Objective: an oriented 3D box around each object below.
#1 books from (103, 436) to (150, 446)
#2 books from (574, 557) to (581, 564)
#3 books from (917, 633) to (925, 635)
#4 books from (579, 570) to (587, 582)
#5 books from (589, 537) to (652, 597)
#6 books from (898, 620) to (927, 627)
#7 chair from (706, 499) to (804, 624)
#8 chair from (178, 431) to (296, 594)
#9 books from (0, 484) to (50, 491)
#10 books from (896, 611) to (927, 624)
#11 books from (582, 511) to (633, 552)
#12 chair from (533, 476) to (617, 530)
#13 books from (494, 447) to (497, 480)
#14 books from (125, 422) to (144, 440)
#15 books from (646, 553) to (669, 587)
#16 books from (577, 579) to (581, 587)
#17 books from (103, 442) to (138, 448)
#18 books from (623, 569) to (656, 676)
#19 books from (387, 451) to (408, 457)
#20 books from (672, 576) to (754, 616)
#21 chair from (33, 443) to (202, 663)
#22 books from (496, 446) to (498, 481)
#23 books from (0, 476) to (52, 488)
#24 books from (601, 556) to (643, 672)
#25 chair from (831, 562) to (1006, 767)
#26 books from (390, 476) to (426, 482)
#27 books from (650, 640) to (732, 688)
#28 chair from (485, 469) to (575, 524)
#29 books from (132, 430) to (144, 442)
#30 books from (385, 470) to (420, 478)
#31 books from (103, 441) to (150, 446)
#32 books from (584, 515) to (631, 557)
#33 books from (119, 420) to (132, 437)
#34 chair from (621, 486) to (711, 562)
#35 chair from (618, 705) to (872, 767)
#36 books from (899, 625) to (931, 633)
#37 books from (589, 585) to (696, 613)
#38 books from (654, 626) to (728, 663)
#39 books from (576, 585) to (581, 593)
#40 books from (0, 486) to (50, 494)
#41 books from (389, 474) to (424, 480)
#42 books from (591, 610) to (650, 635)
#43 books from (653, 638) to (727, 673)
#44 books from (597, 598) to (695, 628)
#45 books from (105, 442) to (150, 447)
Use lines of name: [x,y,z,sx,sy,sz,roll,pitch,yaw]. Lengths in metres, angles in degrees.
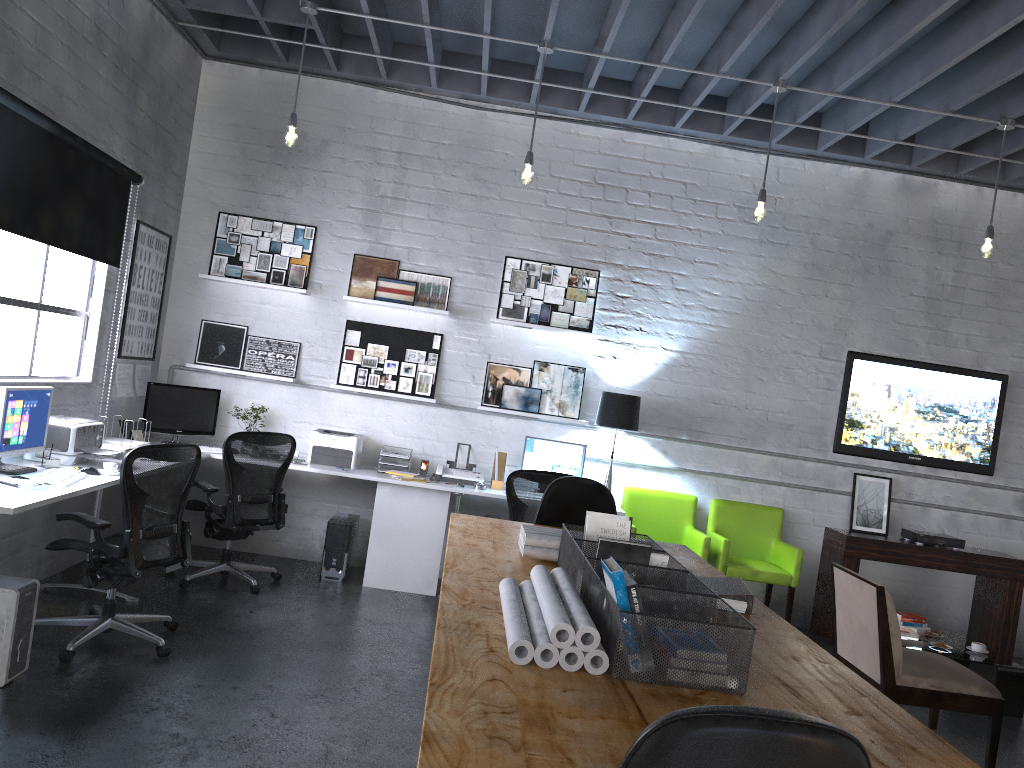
books: [-2.499,0.362,5.666,0.297,0.006,0.210,8,0,-2]
books: [0.333,0.630,3.009,0.233,0.022,0.184,8,0,-5]
books: [2.643,1.655,5.986,0.223,0.032,0.161,9,0,-23]
books: [0.338,0.627,2.786,0.248,0.021,0.176,8,0,-3]
books: [0.316,0.567,2.619,0.158,0.214,0.063,8,1,-3]
books: [2.667,1.605,5.986,0.208,0.024,0.144,8,0,-18]
chair: [1.794,1.388,6.721,0.611,0.920,0.516,8,0,-3]
chair: [-1.854,0.789,5.848,0.752,1.031,0.732,9,0,21]
books: [-2.175,0.440,3.895,0.209,0.012,0.158,8,0,20]
books: [2.671,1.573,5.977,0.185,0.041,0.128,8,0,-8]
books: [0.339,0.574,3.190,0.171,0.210,0.046,8,1,-3]
chair: [0.286,1.027,4.002,0.659,1.165,0.686,8,0,-5]
books: [-0.123,0.625,6.667,0.036,0.296,0.210,8,0,-3]
books: [-2.544,0.317,5.981,0.017,0.121,0.184,9,0,12]
books: [0.381,0.590,2.653,0.143,0.188,0.061,8,1,-3]
books: [0.335,0.646,2.786,0.248,0.021,0.176,8,0,-3]
books: [-2.501,0.378,5.662,0.297,0.006,0.210,8,0,-3]
books: [0.292,0.562,2.105,0.097,0.209,0.157,8,0,-3]
books: [-0.868,0.526,6.661,0.134,0.008,0.203,8,0,-20]
books: [0.672,0.697,3.007,0.244,0.067,0.298,8,0,7]
chair: [-1.955,0.766,4.383,0.753,1.031,0.732,8,0,1]
books: [-0.115,0.625,6.672,0.043,0.296,0.210,8,0,-3]
books: [-2.170,0.430,3.899,0.212,0.010,0.171,8,0,23]
books: [0.260,0.545,2.118,0.108,0.234,0.166,8,0,-3]
chair: [2.080,1.458,4.657,0.725,0.842,0.575,8,0,-3]
books: [-0.742,0.676,6.354,0.211,0.014,0.148,9,0,-39]
books: [0.421,0.672,2.139,0.155,0.029,0.226,8,0,-3]
chair: [0.082,1.076,6.102,0.733,1.031,0.752,8,0,-34]
books: [-2.526,0.351,5.986,0.037,0.076,0.102,8,0,12]
books: [-0.779,0.642,6.336,0.211,0.014,0.148,8,0,12]
books: [-2.500,0.367,5.661,0.297,0.006,0.210,8,0,-3]
books: [0.337,0.580,3.159,0.158,0.200,0.082,8,1,-3]
books: [-2.609,0.299,6.009,0.052,0.109,0.133,8,0,12]
chair: [1.108,1.286,6.686,0.611,0.920,0.516,8,0,-3]
chair: [0.224,1.004,1.430,0.659,1.165,0.686,8,0,-5]
books: [2.674,1.631,5.983,0.161,0.026,0.223,9,0,-33]
books: [0.358,0.590,2.442,0.232,0.027,0.184,9,0,-31]
books: [0.427,0.627,2.134,0.127,0.022,0.181,8,0,-8]
books: [0.332,0.666,2.787,0.248,0.021,0.176,8,0,-2]
books: [-2.174,0.452,3.893,0.213,0.012,0.158,8,0,22]
books: [-0.756,0.659,6.341,0.211,0.014,0.148,9,0,-28]
books: [0.356,0.664,2.446,0.250,0.031,0.185,8,0,-6]
books: [0.428,0.648,2.139,0.141,0.021,0.203,8,0,-2]
books: [0.364,0.616,2.447,0.250,0.022,0.205,8,0,2]
books: [-2.499,0.373,5.662,0.297,0.006,0.210,8,0,-1]
